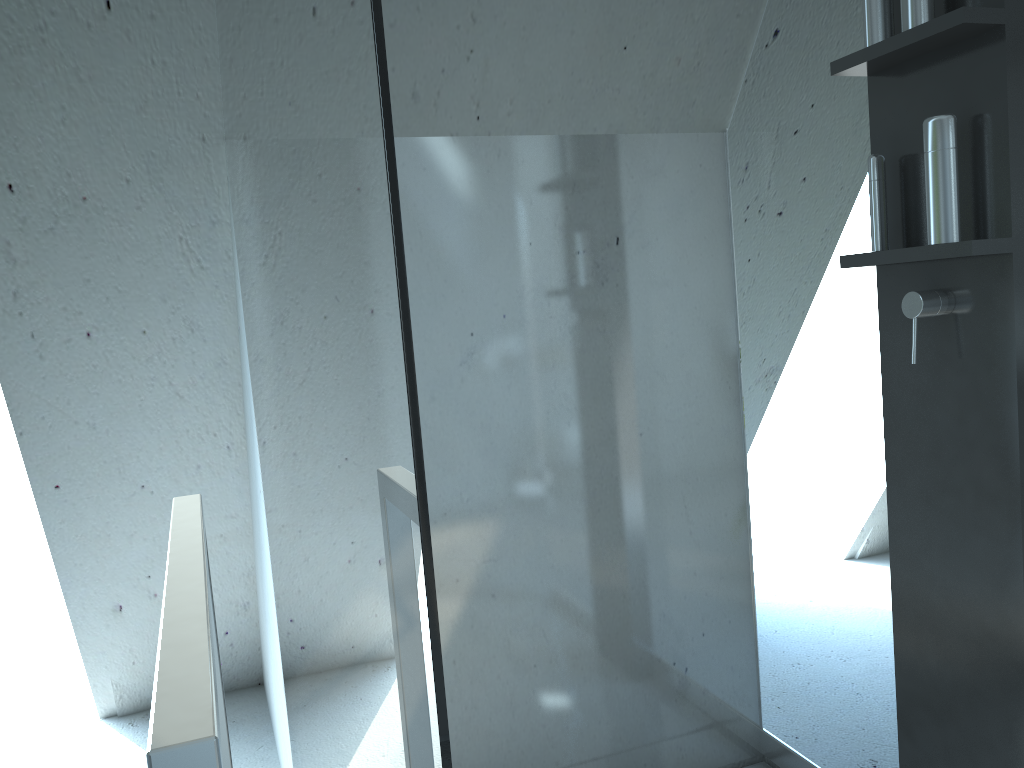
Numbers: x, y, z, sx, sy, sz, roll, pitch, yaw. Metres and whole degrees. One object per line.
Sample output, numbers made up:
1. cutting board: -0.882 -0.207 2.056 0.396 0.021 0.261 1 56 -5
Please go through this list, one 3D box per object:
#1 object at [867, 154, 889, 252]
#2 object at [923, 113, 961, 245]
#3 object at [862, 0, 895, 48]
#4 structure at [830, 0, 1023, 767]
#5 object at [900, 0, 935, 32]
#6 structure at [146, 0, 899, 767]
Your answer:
1. object: 0.556 -0.274 1.345 0.023 0.144 0.043 -1 6 37
2. object: 0.596 -0.283 1.229 0.043 0.175 0.023 -1 7 40
3. object: 0.537 -0.564 1.301 0.043 0.144 0.023 -4 5 6
4. structure: 0.397 -0.089 1.219 0.612 1.978 0.250 -7 5 -19
5. object: 0.557 -0.596 1.225 0.043 0.215 0.043 -8 6 -35
6. structure: 0.238 -0.111 0.838 1.184 2.114 1.835 -7 5 -19
